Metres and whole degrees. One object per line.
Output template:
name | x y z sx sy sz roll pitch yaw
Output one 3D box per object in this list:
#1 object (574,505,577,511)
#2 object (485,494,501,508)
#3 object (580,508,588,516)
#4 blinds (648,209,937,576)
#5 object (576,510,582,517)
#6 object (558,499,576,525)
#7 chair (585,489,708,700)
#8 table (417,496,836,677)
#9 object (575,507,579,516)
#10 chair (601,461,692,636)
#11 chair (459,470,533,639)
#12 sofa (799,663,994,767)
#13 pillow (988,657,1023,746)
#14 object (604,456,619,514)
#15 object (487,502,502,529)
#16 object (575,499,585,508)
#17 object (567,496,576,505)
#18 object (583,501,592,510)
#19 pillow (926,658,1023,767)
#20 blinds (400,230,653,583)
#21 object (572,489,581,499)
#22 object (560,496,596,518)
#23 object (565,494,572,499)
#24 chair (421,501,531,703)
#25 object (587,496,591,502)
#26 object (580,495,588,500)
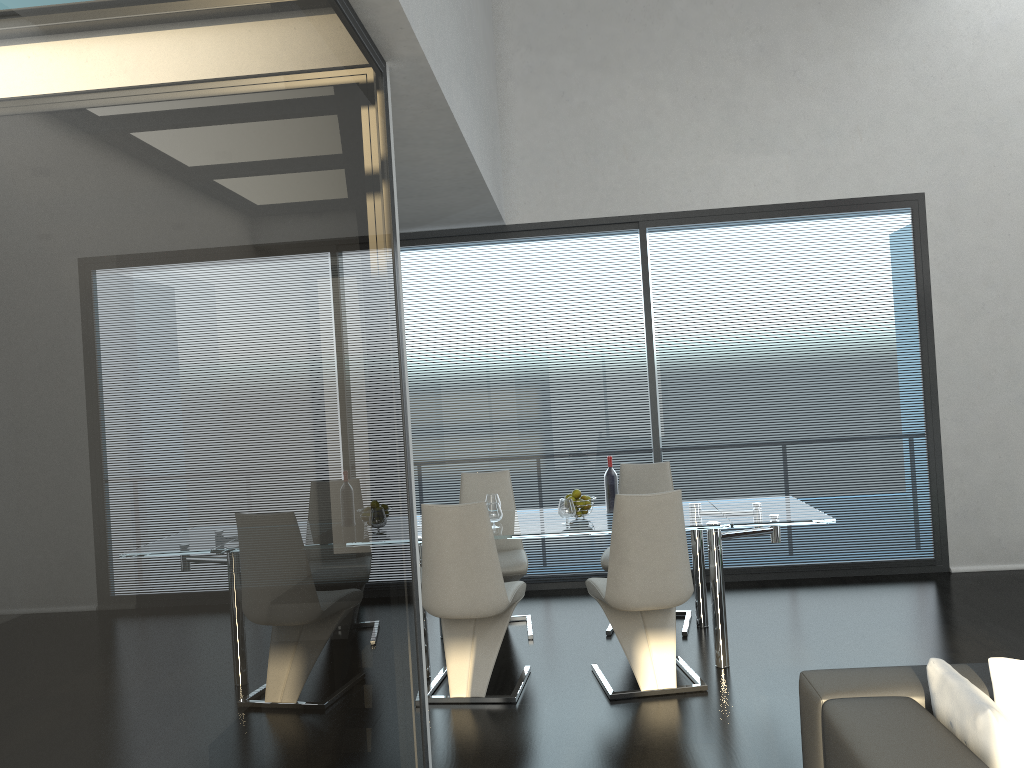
object | 0.340 0.694 4.927 0.045 0.042 0.045 -4 0 -1
object | -0.113 0.718 5.244 0.098 0.132 0.098 -4 -1 24
object | 0.404 0.715 4.982 0.048 0.048 0.048 -4 -1 16
blinds | 2.003 0.075 6.380 1.874 2.537 0.018 -4 0 5
object | 0.375 0.722 4.938 0.038 0.038 0.038 -4 0 8
object | 0.296 0.689 4.783 0.098 0.132 0.098 -4 -1 24
chair | 0.639 0.984 4.401 0.471 0.959 0.612 -4 0 -5
table | 0.314 1.122 4.977 2.720 0.731 0.940 -4 0 5
object | 0.348 0.713 4.982 0.061 0.056 0.059 -3 -1 -40
chair | 0.810 0.982 5.392 0.471 0.959 0.612 -4 -1 15
chair | -0.141 1.042 5.470 0.471 0.959 0.612 -4 0 0
sofa | 1.151 1.061 1.049 0.943 0.652 2.781 -4 0 5
pillow | 1.354 0.835 2.087 0.376 0.358 0.186 -4 0 6
object | 0.570 0.576 5.091 0.082 0.326 0.082 -4 -1 25
object | -0.101 0.714 4.816 0.098 0.132 0.098 -4 -1 24
object | 0.378 0.663 4.914 0.054 0.048 0.055 -4 0 -2
object | 0.331 0.654 4.945 0.050 0.054 0.055 -3 -1 -26
object | 0.416 0.676 4.942 0.054 0.055 0.053 -3 -1 -31
pillow | 1.079 0.850 2.010 0.169 0.361 0.376 -4 0 6
blinds | 0.067 0.197 6.534 1.874 2.537 0.018 -4 0 5
object | 0.361 0.616 4.963 0.055 0.056 0.055 -4 0 5
object | 0.373 0.694 4.969 0.206 0.105 0.206 -3 -1 -40
object | 0.324 0.643 5.010 0.047 0.045 0.047 -4 0 5
chair | -0.202 1.037 4.455 0.471 0.959 0.612 -4 0 10
object | 0.424 0.655 5.003 0.047 0.048 0.047 -3 -1 -33
object | 0.404 0.643 4.965 0.044 0.043 0.040 -4 -1 19
